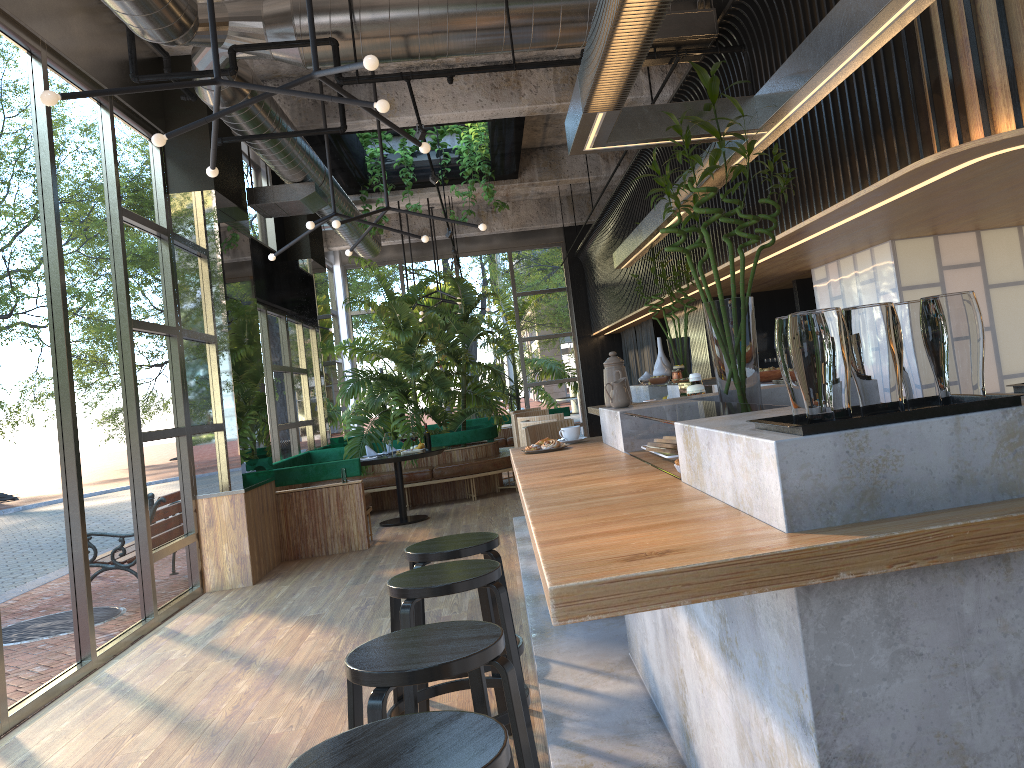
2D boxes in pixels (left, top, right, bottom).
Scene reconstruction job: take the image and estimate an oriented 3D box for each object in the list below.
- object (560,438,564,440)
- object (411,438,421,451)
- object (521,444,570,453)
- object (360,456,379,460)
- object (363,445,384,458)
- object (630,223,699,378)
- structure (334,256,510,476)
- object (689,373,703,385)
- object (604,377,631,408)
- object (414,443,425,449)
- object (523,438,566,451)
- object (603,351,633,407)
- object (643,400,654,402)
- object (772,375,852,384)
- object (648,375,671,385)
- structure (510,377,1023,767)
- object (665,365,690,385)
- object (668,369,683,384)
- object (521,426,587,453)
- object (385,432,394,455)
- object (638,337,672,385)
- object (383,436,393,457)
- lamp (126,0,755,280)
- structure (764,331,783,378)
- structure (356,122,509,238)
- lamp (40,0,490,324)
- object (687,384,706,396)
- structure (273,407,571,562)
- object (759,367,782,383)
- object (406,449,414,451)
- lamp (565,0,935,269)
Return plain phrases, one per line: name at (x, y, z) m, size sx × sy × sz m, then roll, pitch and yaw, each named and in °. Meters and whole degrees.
object at (0.223, 0.261, 4.131) m, size 0.030 × 0.027 × 0.130 m, roll -6°, pitch -1°, yaw -25°
object at (-1.064, 0.666, 9.804) m, size 0.145 × 0.124 × 0.096 m, roll -6°, pitch -3°, yaw -23°
object at (0.142, 0.278, 3.789) m, size 0.196 × 0.013 × 0.215 m, roll -7°, pitch 0°, yaw 32°
object at (-1.545, 0.799, 9.608) m, size 0.258 × 0.019 × 0.155 m, roll -7°, pitch 0°, yaw -5°
object at (-1.546, 0.744, 9.868) m, size 0.241 × 0.139 × 0.224 m, roll -7°, pitch -1°, yaw -20°
object at (1.377, -0.648, 7.671) m, size 0.641 × 1.554 × 0.611 m, roll -9°, pitch -4°, yaw 34°
structure at (-1.278, -0.139, 12.257) m, size 2.511 × 3.446 × 2.576 m, roll -6°, pitch -3°, yaw -19°
object at (1.080, 0.051, 5.177) m, size 0.071 × 0.233 × 0.077 m, roll -9°, pitch -4°, yaw 29°
object at (0.428, 0.037, 3.585) m, size 0.099 × 0.120 × 0.087 m, roll -7°, pitch -3°, yaw 4°
object at (-1.034, 0.692, 9.895) m, size 0.100 × 0.064 × 0.161 m, roll -6°, pitch -1°, yaw -33°
object at (0.144, 0.258, 3.783) m, size 0.155 × 0.053 × 0.161 m, roll -8°, pitch -1°, yaw 41°
object at (0.437, -0.022, 3.789) m, size 0.124 × 0.235 × 0.204 m, roll -5°, pitch -3°, yaw -35°
object at (0.998, 0.141, 6.284) m, size 0.137 × 0.064 × 0.107 m, roll -7°, pitch -1°, yaw -25°
object at (1.334, -0.026, 3.892) m, size 0.275 × 0.019 × 0.432 m, roll -7°, pitch 0°, yaw -3°
object at (1.219, -0.036, 7.381) m, size 0.189 × 0.073 × 0.230 m, roll -7°, pitch 0°, yaw 16°
structure at (2.911, 0.123, 5.157) m, size 5.909 × 1.735 × 7.039 m, roll -7°, pitch 0°, yaw -4°
object at (1.253, -0.072, 6.768) m, size 0.210 × 0.135 × 0.802 m, roll -7°, pitch 0°, yaw 5°
object at (1.285, -0.062, 7.024) m, size 0.085 × 0.107 × 0.161 m, roll -9°, pitch -2°, yaw 42°
object at (0.178, 0.244, 3.929) m, size 0.174 × 0.073 × 0.434 m, roll -8°, pitch 0°, yaw 32°
object at (-1.355, 0.661, 9.796) m, size 0.096 × 0.245 × 0.089 m, roll -6°, pitch -4°, yaw -21°
object at (1.261, -0.203, 7.640) m, size 0.332 × 0.398 × 0.303 m, roll -5°, pitch -3°, yaw -45°
object at (-1.342, 0.677, 9.629) m, size 0.101 × 0.210 × 0.110 m, roll -9°, pitch -4°, yaw 31°
lamp at (-0.727, -2.256, 10.323) m, size 3.836 × 1.535 × 9.890 m, roll -7°, pitch 0°, yaw -5°
structure at (3.051, 0.174, 9.243) m, size 0.555 × 1.598 × 0.828 m, roll -7°, pitch -3°, yaw -3°
structure at (-0.894, -2.637, 11.060) m, size 2.090 × 1.521 × 1.463 m, roll -8°, pitch -2°, yaw 25°
lamp at (0.386, -2.241, 6.182) m, size 5.137 × 1.828 × 18.680 m, roll -7°, pitch 0°, yaw -2°
object at (1.028, 0.088, 4.951) m, size 0.113 × 0.172 × 0.134 m, roll -7°, pitch -2°, yaw -10°
structure at (0.513, 0.521, 5.736) m, size 6.090 × 1.553 × 19.877 m, roll -7°, pitch 0°, yaw -2°
object at (1.282, -0.048, 4.482) m, size 0.189 × 0.073 × 0.230 m, roll -7°, pitch 0°, yaw 16°
object at (-1.135, 0.731, 9.882) m, size 0.102 × 0.013 × 0.220 m, roll -7°, pitch 0°, yaw 2°
lamp at (2.228, -2.328, 5.430) m, size 5.069 × 2.138 × 6.608 m, roll -7°, pitch 0°, yaw -9°
